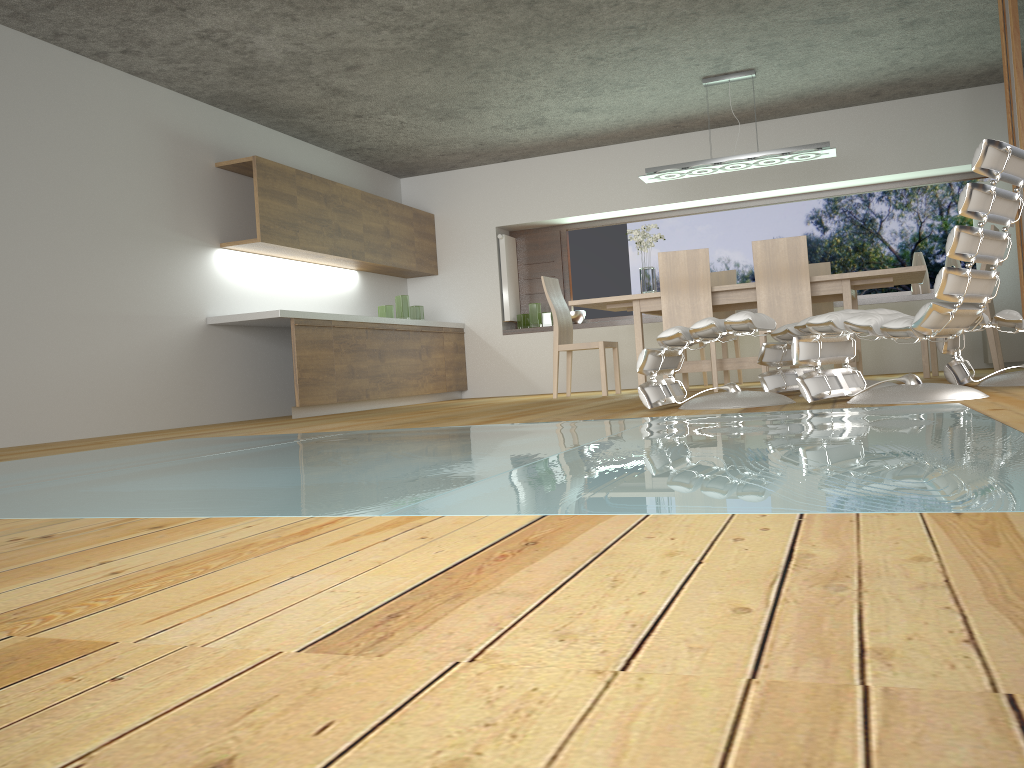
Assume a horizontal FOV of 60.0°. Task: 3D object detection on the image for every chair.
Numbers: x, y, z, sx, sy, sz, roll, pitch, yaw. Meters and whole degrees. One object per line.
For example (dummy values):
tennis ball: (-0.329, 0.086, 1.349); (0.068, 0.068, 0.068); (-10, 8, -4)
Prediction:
chair: (0.576, -0.405, 7.384); (0.506, 1.017, 0.404); (-4, -1, 24)
chair: (2.565, -0.540, 7.559); (0.404, 1.017, 0.506); (-4, -1, 20)
chair: (2.632, -0.490, 4.463); (0.913, 0.969, 0.570); (-4, -1, 31)
chair: (1.917, -0.483, 6.196); (0.404, 1.017, 0.506); (-4, -1, 20)
chair: (1.739, -0.487, 7.725); (0.404, 1.017, 0.506); (-4, -1, 32)
chair: (1.687, -0.419, 3.734); (0.570, 0.969, 0.913); (-3, -1, -44)
chair: (1.285, -0.444, 6.500); (0.404, 1.017, 0.506); (-4, -1, 10)
chair: (3.191, -0.569, 6.286); (0.505, 1.017, 0.404); (-4, -1, 34)

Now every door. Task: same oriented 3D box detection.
door: (3.315, -1.285, 5.278); (0.935, 2.419, 0.162); (-3, -1, -24)

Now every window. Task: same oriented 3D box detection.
window: (2.562, -1.285, 8.761); (4.183, 0.979, 0.012); (-4, -1, 21)

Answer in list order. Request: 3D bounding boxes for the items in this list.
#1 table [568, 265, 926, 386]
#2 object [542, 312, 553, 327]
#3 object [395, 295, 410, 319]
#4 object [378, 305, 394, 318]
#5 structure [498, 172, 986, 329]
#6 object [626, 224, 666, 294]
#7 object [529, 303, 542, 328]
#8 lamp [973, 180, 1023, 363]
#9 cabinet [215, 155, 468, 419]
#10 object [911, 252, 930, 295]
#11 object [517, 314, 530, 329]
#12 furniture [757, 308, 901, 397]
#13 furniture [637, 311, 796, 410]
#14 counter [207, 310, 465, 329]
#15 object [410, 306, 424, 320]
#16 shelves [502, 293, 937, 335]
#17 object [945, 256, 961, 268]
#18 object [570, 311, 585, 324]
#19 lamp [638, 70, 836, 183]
table: (1.842, -0.355, 6.861); (2.498, 0.756, 1.201); (-4, 0, 24)
object: (0.376, -0.678, 9.383); (0.111, 0.160, 0.112); (-4, -1, 6)
object: (-1.061, -0.729, 8.606); (0.099, 0.259, 0.099); (-3, -1, -44)
object: (-1.205, -0.670, 8.498); (0.112, 0.160, 0.111); (-3, -1, -44)
structure: (2.212, -1.231, 8.666); (4.871, 1.154, 0.526); (-4, -1, 21)
object: (1.097, -0.993, 7.175); (0.304, 0.608, 0.302); (-4, -1, 24)
object: (0.246, -0.716, 9.292); (0.099, 0.259, 0.099); (-4, -1, 26)
lamp: (4.066, -0.931, 7.416); (0.280, 1.501, 0.280); (-4, -1, 21)
cabinet: (-1.374, -0.778, 8.144); (0.655, 2.005, 3.093); (-4, 0, 21)
object: (3.685, -0.998, 8.014); (0.153, 0.384, 0.153); (-4, -1, 17)
object: (0.128, -0.661, 9.402); (0.112, 0.160, 0.111); (-4, -1, -29)
furniture: (1.755, -0.169, 4.760); (0.570, 0.439, 0.685); (-4, 0, -34)
furniture: (1.000, -0.113, 4.286); (0.685, 0.439, 0.570); (-4, 0, 27)
counter: (-1.394, -0.546, 8.050); (0.652, 0.054, 3.287); (-4, 1, 21)
object: (-0.946, -0.690, 8.765); (0.111, 0.160, 0.112); (-3, -1, -44)
shelves: (2.242, -0.688, 8.634); (4.867, 0.054, 0.404); (-4, 1, 21)
object: (3.940, -1.014, 7.917); (0.153, 0.384, 0.153); (-4, -1, 17)
object: (0.642, -0.682, 9.225); (0.247, 0.137, 0.247); (-4, 0, -34)
lamp: (1.733, -2.064, 6.975); (1.489, 0.720, 0.290); (-4, -1, 21)
